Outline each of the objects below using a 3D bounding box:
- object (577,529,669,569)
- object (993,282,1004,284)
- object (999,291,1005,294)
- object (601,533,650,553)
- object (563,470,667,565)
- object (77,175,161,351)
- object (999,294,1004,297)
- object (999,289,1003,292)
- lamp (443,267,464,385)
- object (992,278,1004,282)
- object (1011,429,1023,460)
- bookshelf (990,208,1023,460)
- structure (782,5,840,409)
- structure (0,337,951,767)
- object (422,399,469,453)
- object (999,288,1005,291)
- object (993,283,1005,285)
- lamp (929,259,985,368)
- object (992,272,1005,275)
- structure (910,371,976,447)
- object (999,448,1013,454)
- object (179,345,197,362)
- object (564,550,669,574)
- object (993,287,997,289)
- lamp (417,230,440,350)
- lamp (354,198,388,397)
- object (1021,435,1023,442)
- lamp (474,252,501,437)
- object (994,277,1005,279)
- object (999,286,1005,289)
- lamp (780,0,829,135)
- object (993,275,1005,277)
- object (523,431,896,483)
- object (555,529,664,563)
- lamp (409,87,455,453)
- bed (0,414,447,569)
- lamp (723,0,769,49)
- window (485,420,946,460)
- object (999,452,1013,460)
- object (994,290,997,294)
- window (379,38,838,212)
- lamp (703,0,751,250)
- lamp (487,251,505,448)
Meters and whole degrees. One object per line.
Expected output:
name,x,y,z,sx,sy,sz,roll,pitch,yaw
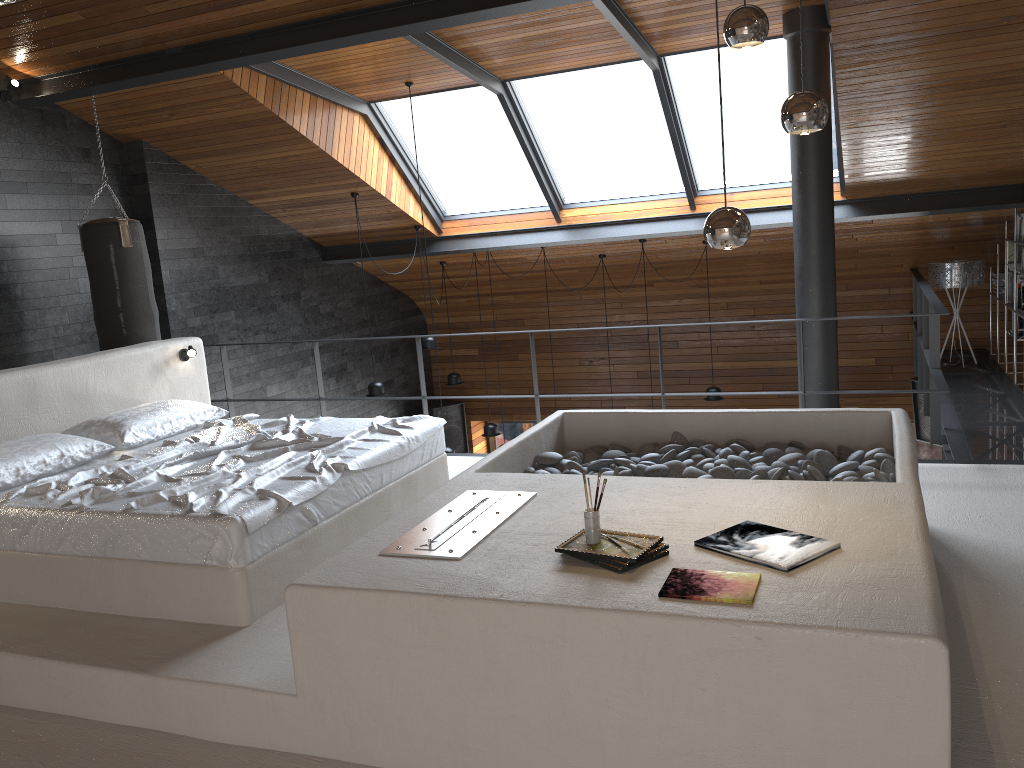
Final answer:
object,0.315,0.510,2.764,0.207,0.013,0.276,-13,13,-42
object,4.947,-1.022,8.848,0.246,0.016,0.182,-1,10,22
object,4.875,-0.900,8.627,0.262,0.025,0.176,-1,10,22
object,0.330,0.494,2.752,0.064,0.010,0.232,-10,11,-30
object,0.295,0.391,2.741,0.301,0.234,0.245,3,12,42
object,-2.845,-0.710,6.477,0.442,1.602,0.445,-13,12,-39
object,4.868,-0.869,8.643,0.201,0.012,0.161,-1,10,22
object,4.862,-0.918,8.629,0.201,0.013,0.161,-1,10,22
lamp,-0.716,-0.676,10.063,0.210,1.369,0.210,-10,11,-29
object,4.942,-1.044,8.846,0.252,0.028,0.180,-1,10,22
object,4.895,0.512,8.570,0.244,0.879,0.244,-12,12,-38
bookshelf,3.099,0.276,4.137,0.421,6.217,10.742,-1,10,22
structure,2.175,0.262,6.312,1.197,5.698,1.690,-1,10,22
structure,-0.626,0.415,4.107,4.614,1.120,2.635,-1,10,22
object,-0.876,1.392,11.598,0.639,2.298,0.686,-10,11,-29
object,4.871,-0.929,8.607,0.228,0.016,0.182,-1,10,22
object,4.948,-1.006,8.850,0.246,0.016,0.182,-1,10,22
lamp,4.266,-0.675,8.510,0.475,1.001,0.475,-14,13,-43
object,4.950,-1.106,8.860,0.246,0.016,0.182,-1,10,22
structure,4.550,0.261,9.312,0.488,0.735,0.462,-8,10,-17
object,5.100,0.746,9.116,0.233,0.209,0.107,-3,9,9
object,-2.110,-0.195,5.756,0.085,0.106,0.165,-12,12,-39
object,0.317,0.523,2.765,0.207,0.013,0.276,-12,11,-36
object,4.959,-0.966,8.871,0.243,0.012,0.159,-1,10,22
lamp,-0.892,-0.956,8.975,0.210,1.206,0.210,-10,11,-29
lamp,-1.364,-0.807,8.288,0.210,1.853,0.210,-10,11,-29
object,4.263,0.518,7.235,0.208,0.280,0.131,-4,9,5
lamp,-0.313,-0.449,9.483,0.210,2.035,0.210,-10,11,-29
object,4.956,-1.070,8.853,0.233,0.021,0.174,-1,10,22
object,4.857,-0.947,8.635,0.203,0.013,0.161,-1,10,22
lamp,0.856,-1.507,2.666,0.146,1.474,0.146,-12,11,-36
object,4.948,-1.089,8.853,0.246,0.016,0.182,-1,10,22
object,0.836,0.455,4.131,1.842,0.246,1.436,-1,10,22
object,0.303,0.499,2.759,0.276,0.013,0.207,1,11,33
lamp,-0.713,-0.892,7.597,0.210,3.208,0.210,4,13,44
bed,-1.584,0.540,4.525,2.011,0.484,1.826,-1,10,22
lamp,0.721,-1.699,2.821,0.146,1.204,0.146,-12,11,-36
window,2.376,1.062,11.280,5.936,1.521,0.101,-1,10,22
object,5.011,0.792,8.886,0.278,0.222,0.138,1,11,33
object,4.964,-0.923,8.877,0.234,0.025,0.176,-1,10,22
window,0.810,-2.212,7.818,3.818,1.031,1.213,-1,10,22
lamp,0.608,-1.297,2.669,0.146,1.771,0.146,-13,12,-41
lamp,-0.160,-0.353,9.263,0.210,2.272,0.210,-10,11,-29
